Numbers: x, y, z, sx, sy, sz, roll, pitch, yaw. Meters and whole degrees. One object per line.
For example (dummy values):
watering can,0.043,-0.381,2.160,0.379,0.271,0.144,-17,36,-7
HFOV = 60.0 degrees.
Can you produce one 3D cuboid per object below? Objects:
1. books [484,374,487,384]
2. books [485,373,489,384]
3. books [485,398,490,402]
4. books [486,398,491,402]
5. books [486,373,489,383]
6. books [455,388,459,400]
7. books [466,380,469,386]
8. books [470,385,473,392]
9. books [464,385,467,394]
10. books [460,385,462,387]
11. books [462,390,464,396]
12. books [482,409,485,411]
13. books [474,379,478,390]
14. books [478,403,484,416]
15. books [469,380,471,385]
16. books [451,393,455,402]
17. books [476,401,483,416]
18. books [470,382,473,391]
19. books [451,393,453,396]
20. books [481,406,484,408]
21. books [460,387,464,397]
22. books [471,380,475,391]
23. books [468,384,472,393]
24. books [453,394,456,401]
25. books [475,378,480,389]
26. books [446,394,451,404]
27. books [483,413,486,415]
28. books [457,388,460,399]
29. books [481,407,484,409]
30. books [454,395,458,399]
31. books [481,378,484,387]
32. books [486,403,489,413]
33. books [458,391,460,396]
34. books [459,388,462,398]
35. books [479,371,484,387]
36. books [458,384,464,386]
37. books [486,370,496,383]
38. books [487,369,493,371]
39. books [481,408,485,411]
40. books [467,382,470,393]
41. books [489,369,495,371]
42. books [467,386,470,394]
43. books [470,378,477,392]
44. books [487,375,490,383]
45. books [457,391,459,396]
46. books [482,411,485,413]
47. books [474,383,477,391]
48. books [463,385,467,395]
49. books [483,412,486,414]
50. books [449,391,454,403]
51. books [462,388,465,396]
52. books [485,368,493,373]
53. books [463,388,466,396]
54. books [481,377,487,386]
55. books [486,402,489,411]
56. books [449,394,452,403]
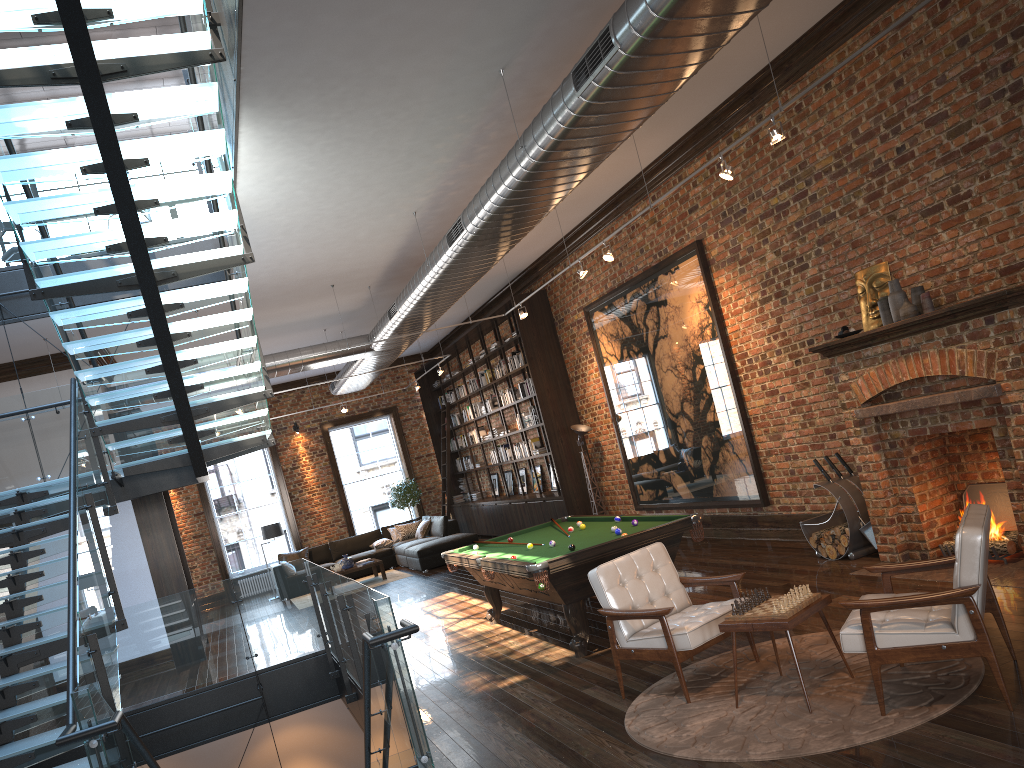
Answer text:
books,-0.439,-0.096,17.261,0.160,0.244,0.032,-14,1,-19
books,-0.411,-0.112,17.108,0.190,0.239,0.008,-14,1,-18
books,-0.448,0.435,17.624,0.189,0.284,0.013,-14,1,-18
books,-0.380,0.414,17.469,0.183,0.270,0.027,-14,1,-18
books,-0.398,-0.126,17.105,0.165,0.260,0.007,-14,1,-18
books,-1.105,0.205,19.288,0.186,0.280,0.028,-14,1,-18
books,-0.844,0.062,18.496,0.165,0.315,0.016,-15,1,-18
books,-0.762,0.090,18.252,0.175,0.185,0.035,-14,0,-19
books,-0.886,0.115,18.620,0.182,0.252,0.015,-14,1,-18
books,-1.000,0.155,19.007,0.158,0.285,0.014,-15,1,-18
books,-0.961,0.168,18.868,0.180,0.220,0.027,-14,1,-18
books,-0.498,0.512,17.867,0.159,0.024,0.337,-14,-4,-15
books,-0.661,0.009,17.935,0.167,0.248,0.072,-14,0,-19
books,-0.578,0.517,18.040,0.190,0.249,0.024,-14,1,-18
books,-0.777,0.044,18.277,0.158,0.286,0.014,-15,1,-18
books,-1.242,0.306,19.715,0.172,0.214,0.025,-14,1,-18
books,-0.627,0.514,18.205,0.174,0.303,0.068,-15,0,-19
books,-0.740,0.057,18.160,0.171,0.225,0.030,-14,1,-19
books,-1.242,0.304,19.736,0.180,0.220,0.015,-14,1,-18
books,-0.505,0.439,17.870,0.158,0.024,0.333,-13,-4,-19
books,-1.001,0.178,18.980,0.155,0.238,0.034,-14,1,-19
books,-0.711,0.028,18.066,0.184,0.253,0.030,-14,1,-18
books,-0.793,0.094,18.304,0.186,0.200,0.030,-14,0,-19
books,-1.209,0.306,19.671,0.169,0.195,0.084,-14,0,-19
books,-0.648,0.003,17.902,0.142,0.250,0.078,-15,0,-19
books,-1.359,0.336,19.985,0.233,0.252,0.028,-14,1,-18
books,-0.476,0.588,17.871,0.160,0.012,0.300,-14,-4,-16
books,-1.076,0.194,19.198,0.182,0.274,0.013,-14,1,-18
books,-0.503,0.463,17.869,0.158,0.024,0.335,-13,-4,-18
books,-1.196,0.298,19.659,0.135,0.202,0.086,-14,0,-19
books,-0.518,-0.041,17.500,0.171,0.211,0.057,-14,0,-19
books,-0.409,0.456,17.573,0.189,0.216,0.031,-14,0,-19
books,-1.050,0.228,19.165,0.176,0.190,0.031,-14,0,-19
books,-1.032,0.184,19.082,0.177,0.254,0.036,-14,1,-19
books,-0.541,-0.094,17.511,0.185,0.329,0.069,-15,0,-19
books,-1.071,0.172,19.244,0.136,0.321,0.016,-15,1,-18
books,-0.366,-0.140,16.994,0.189,0.255,0.062,-14,0,-19
books,-0.387,-0.139,17.102,0.149,0.279,0.008,-15,1,-18
books,-0.501,0.488,17.868,0.160,0.025,0.301,-13,-4,-23
books,-0.813,0.069,18.366,0.190,0.267,0.017,-14,1,-18
books,-0.348,-0.146,17.038,0.132,0.264,0.008,-15,1,-18
books,-0.827,0.120,18.469,0.180,0.190,0.036,-14,0,-19
books,-0.731,0.019,18.117,0.175,0.289,0.030,-14,1,-19
books,-0.381,-0.122,17.038,0.170,0.234,0.017,-14,1,-18
books,-1.093,0.216,19.259,0.154,0.249,0.032,-14,1,-19
books,-0.486,0.540,17.871,0.158,0.012,0.336,-13,-4,-22
books,-0.681,0.047,18.015,0.165,0.194,0.030,-14,0,-19
books,-0.932,0.130,18.764,0.159,0.264,0.011,-14,1,-18
books,-0.484,0.565,17.870,0.160,0.012,0.301,-14,-4,-15
books,-1.282,0.288,19.788,0.189,0.280,0.017,-14,1,-18
books,-0.951,0.167,18.797,0.177,0.208,0.034,-14,0,-19
books,-0.409,-0.141,17.138,0.180,0.298,0.009,-14,1,-18
books,-0.931,0.160,18.777,0.165,0.207,0.017,-14,1,-18
books,-0.483,-0.058,17.339,0.192,0.202,0.027,-14,0,-18
books,-0.393,0.447,17.530,0.182,0.219,0.033,-14,0,-19
books,-1.295,0.315,19.898,0.178,0.249,0.014,-14,1,-18
